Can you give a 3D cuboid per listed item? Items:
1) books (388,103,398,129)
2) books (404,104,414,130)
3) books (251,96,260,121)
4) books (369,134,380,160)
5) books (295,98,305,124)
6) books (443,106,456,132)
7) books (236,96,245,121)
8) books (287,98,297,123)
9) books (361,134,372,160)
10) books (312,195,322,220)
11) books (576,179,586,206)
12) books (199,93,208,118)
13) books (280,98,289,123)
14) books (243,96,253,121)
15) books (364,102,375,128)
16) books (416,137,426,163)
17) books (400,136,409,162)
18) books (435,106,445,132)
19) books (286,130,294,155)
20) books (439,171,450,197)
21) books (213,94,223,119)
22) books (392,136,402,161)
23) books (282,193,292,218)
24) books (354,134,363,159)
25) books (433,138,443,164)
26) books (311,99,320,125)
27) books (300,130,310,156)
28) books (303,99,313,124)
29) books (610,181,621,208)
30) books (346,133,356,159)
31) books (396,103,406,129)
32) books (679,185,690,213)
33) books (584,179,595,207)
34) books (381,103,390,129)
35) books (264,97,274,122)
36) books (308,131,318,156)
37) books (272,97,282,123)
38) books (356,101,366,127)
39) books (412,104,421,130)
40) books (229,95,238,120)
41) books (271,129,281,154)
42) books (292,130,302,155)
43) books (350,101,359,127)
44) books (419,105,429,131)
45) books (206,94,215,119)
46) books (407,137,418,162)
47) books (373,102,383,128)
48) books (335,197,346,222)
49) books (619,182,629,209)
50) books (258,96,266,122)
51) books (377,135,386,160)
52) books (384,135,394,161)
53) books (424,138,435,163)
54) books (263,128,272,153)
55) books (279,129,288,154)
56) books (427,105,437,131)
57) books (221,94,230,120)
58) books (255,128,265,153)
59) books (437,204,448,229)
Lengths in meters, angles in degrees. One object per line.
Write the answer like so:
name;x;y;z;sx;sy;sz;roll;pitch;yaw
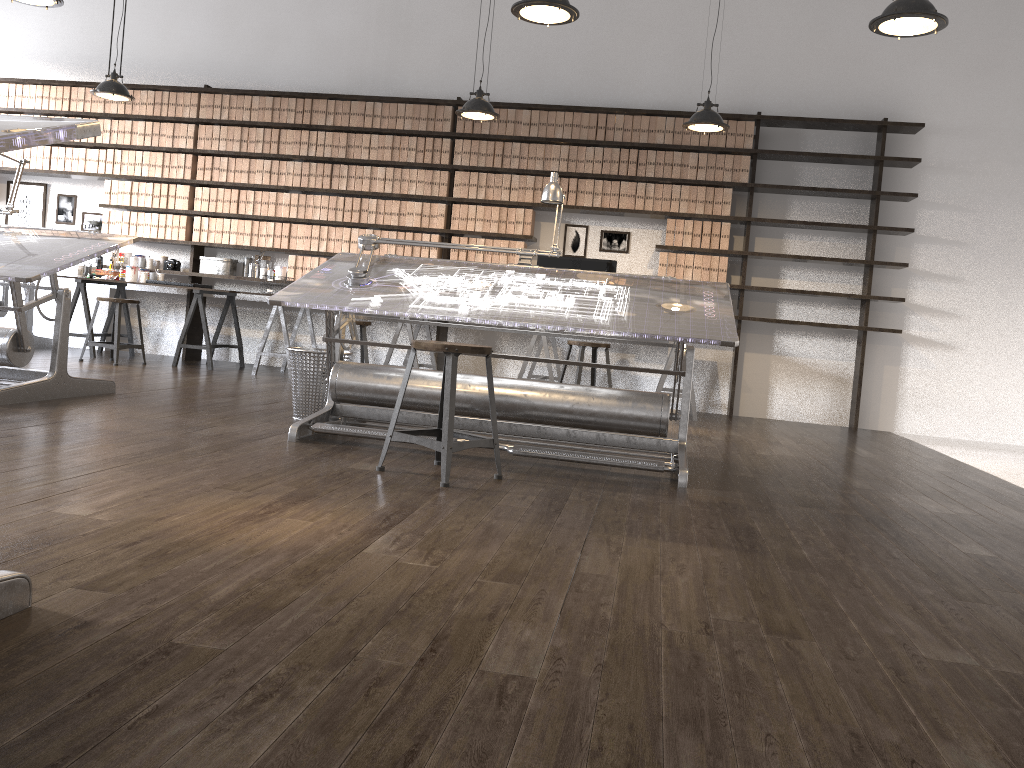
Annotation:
books;-1.007;-2.299;7.674;0.067;0.225;0.175;5;2;9
books;-0.867;-2.284;7.649;0.067;0.225;0.175;5;2;9
books;-2.244;-2.424;7.874;0.067;0.225;0.175;5;2;9
books;-1.172;-2.037;7.700;0.067;0.225;0.175;5;2;9
books;-1.841;-2.384;7.811;0.067;0.225;0.175;5;2;9
books;-0.534;-2.251;7.593;0.067;0.225;0.174;5;2;9
books;-2.384;-2.438;7.899;0.067;0.225;0.175;5;2;9
books;-1.912;-2.390;7.818;0.067;0.225;0.174;5;2;9
books;-1.243;-2.044;7.710;0.067;0.225;0.175;5;2;9
books;-1.684;-1.535;7.787;0.067;0.225;0.174;5;2;9
books;0.588;-1.589;7.418;0.067;0.225;0.175;5;2;9
books;-2.726;-2.473;7.953;0.067;0.225;0.175;5;2;9
books;-1.981;-2.398;7.833;0.067;0.225;0.174;5;2;9
books;-2.316;-2.431;7.883;0.067;0.225;0.175;5;2;9
books;-1.216;-2.320;7.702;0.067;0.225;0.175;5;2;9
books;-0.768;-1.997;7.638;0.067;0.225;0.175;5;2;9
books;-0.908;-2.011;7.660;0.067;0.225;0.174;5;2;9
books;-0.603;-2.258;7.608;0.067;0.225;0.174;5;2;9
books;-1.925;-2.114;7.824;0.067;0.225;0.175;5;2;9
books;-0.566;-1.700;7.605;0.067;0.225;0.175;5;2;9
books;-2.594;-2.459;7.927;0.067;0.225;0.175;5;2;9
books;-0.978;-2.018;7.671;0.067;0.225;0.175;5;2;9
books;-1.961;-1.563;7.832;0.067;0.225;0.175;5;2;9
books;-1.312;-2.052;7.725;0.067;0.225;0.175;5;2;9
books;-0.622;-1.982;7.614;0.067;0.225;0.175;5;2;9
books;-1.694;-2.369;7.787;0.067;0.225;0.175;5;2;9
books;-1.793;-2.100;7.798;0.067;0.225;0.175;5;2;9
books;-1.768;-2.376;7.794;0.067;0.225;0.175;5;2;9
books;0.861;-1.561;7.372;0.067;0.225;0.175;5;2;9
books;-1.380;-2.059;7.738;0.067;0.225;0.174;5;2;9
books;-0.938;-2.292;7.658;0.067;0.225;0.175;5;2;9
books;1.416;-1.505;7.279;0.067;0.225;0.175;5;2;9
books;0.652;-1.582;7.400;0.067;0.225;0.175;5;2;9
books;-1.075;-2.306;7.687;0.067;0.225;0.174;5;2;9
books;-2.117;-2.411;7.850;0.067;0.225;0.175;5;2;9
books;-1.721;-2.093;7.790;0.067;0.225;0.174;5;2;9
books;-2.050;-2.405;7.845;0.067;0.225;0.175;5;2;9
books;-1.287;-2.327;7.714;0.067;0.225;0.175;5;2;9
books;-0.805;-2.278;7.640;0.067;0.225;0.175;5;2;9
books;-2.453;-2.446;7.912;0.067;0.225;0.174;5;2;9
books;-2.063;-2.127;7.843;0.067;0.225;0.175;5;2;9
books;-1.864;-2.107;7.810;0.067;0.225;0.175;5;2;9
books;-1.348;-2.333;7.728;0.067;0.225;0.175;5;2;9
books;-0.740;-2.271;7.625;0.067;0.225;0.175;5;2;9
books;-2.665;-2.466;7.939;0.067;0.225;0.175;5;2;9
books;-0.839;-2.003;7.644;0.067;0.225;0.174;5;2;9
books;-1.144;-2.313;7.694;0.067;0.225;0.174;5;2;9
books;-1.479;-1.514;7.754;0.067;0.225;0.175;5;2;9
books;0.934;-1.554;7.359;0.067;0.225;0.175;5;2;9
books;-2.182;-2.418;7.865;0.067;0.225;0.175;5;2;9
books;-1.110;-2.031;7.692;0.067;0.225;0.175;5;2;9
books;-1.045;-2.024;7.676;0.067;0.225;0.175;5;2;9
books;-0.696;-1.989;7.620;0.067;0.225;0.175;5;2;9
books;-2.136;-2.135;7.861;0.067;0.225;0.175;5;2;9
books;-1.989;-2.120;7.837;0.067;0.225;0.175;5;2;9
books;-0.673;-2.265;7.620;0.067;0.225;0.175;5;2;9
books;-2.522;-2.452;7.919;0.067;0.225;0.174;5;2;9
books;-2.207;-2.142;7.868;0.067;0.225;0.174;5;2;9
books;-0.589;-1.424;7.605;0.067;0.225;0.175;5;2;9
